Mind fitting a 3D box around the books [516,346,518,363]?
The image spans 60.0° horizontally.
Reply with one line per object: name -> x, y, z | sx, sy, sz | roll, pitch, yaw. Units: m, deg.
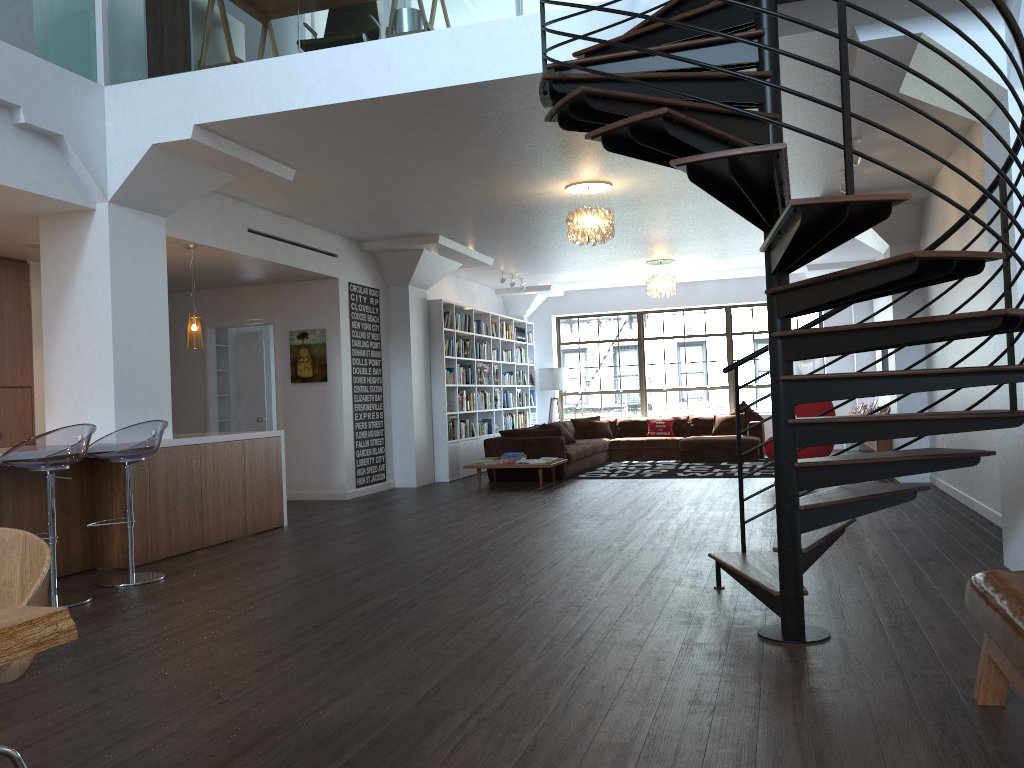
books -> 0.010, -0.496, 15.074 | 0.176, 0.290, 0.053 | -3, -1, 16

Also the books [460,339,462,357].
books -> -0.795, -0.492, 12.471 | 0.180, 0.259, 0.042 | -3, -1, 17

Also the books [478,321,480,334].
books -> -0.557, -0.832, 13.250 | 0.146, 0.202, 0.027 | -3, -1, 17

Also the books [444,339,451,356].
books -> -0.921, -0.485, 12.013 | 0.172, 0.239, 0.093 | -3, -1, 17

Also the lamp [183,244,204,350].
lamp -> -2.761, -0.752, 7.681 | 0.149, 0.900, 0.149 | -2, -1, -28

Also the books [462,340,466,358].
books -> -0.749, -0.489, 12.617 | 0.183, 0.253, 0.042 | -3, -1, 17

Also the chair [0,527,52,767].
chair -> -1.172, 0.718, 1.604 | 0.629, 0.833, 0.618 | -2, -1, 12

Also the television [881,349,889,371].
television -> 5.145, -0.271, 12.146 | 0.013, 0.816, 1.324 | -3, -1, 17

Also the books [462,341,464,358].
books -> -0.767, -0.486, 12.545 | 0.171, 0.246, 0.039 | -3, -1, 17

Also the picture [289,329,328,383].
picture -> -2.320, -0.317, 10.099 | 0.450, 0.600, 0.030 | -3, -1, 17

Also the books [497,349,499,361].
books -> -0.288, -0.457, 14.065 | 0.146, 0.202, 0.027 | -3, -1, 17

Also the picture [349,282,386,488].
picture -> -1.715, 0.013, 10.593 | 0.021, 2.380, 0.800 | -3, -1, 17

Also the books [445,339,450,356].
books -> -0.924, -0.483, 11.968 | 0.172, 0.235, 0.112 | -3, -1, 17

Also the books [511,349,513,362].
books -> -0.074, -0.466, 14.816 | 0.158, 0.226, 0.052 | -3, -1, 17

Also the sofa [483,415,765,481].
sofa -> 1.887, 0.872, 13.088 | 3.481, 0.664, 4.197 | -3, -1, 17

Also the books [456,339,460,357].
books -> -0.815, -0.490, 12.387 | 0.183, 0.253, 0.042 | -3, -1, 17

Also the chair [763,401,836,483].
chair -> 3.260, 0.597, 10.026 | 0.801, 1.006, 0.798 | -3, -1, 42

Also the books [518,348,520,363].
books -> 0.037, -0.478, 15.146 | 0.183, 0.253, 0.034 | -3, -1, 16

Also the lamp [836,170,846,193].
lamp -> 2.996, -1.819, 7.975 | 0.120, 0.211, 0.111 | -1, -1, -39

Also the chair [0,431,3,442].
chair -> -2.828, 0.738, 4.446 | 0.481, 1.014, 0.530 | -3, -1, 15

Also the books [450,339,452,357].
books -> -0.904, -0.486, 12.049 | 0.174, 0.242, 0.105 | -3, -1, 17

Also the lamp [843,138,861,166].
lamp -> 2.697, -1.824, 6.995 | 0.120, 0.211, 0.111 | -2, -1, -9

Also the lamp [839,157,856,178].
lamp -> 2.848, -1.822, 7.491 | 0.120, 0.211, 0.111 | -2, -1, -24

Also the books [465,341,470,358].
books -> -0.695, -0.487, 12.795 | 0.160, 0.251, 0.031 | -3, -1, 17

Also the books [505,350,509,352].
books -> -0.117, -0.453, 14.659 | 0.127, 0.200, 0.020 | -3, -1, 17

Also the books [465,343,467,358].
books -> -0.724, -0.474, 12.648 | 0.161, 0.223, 0.032 | -3, -1, 17

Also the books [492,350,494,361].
books -> -0.348, -0.440, 13.857 | 0.120, 0.167, 0.020 | -3, -1, 17

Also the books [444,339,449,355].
books -> -0.935, -0.482, 11.938 | 0.152, 0.232, 0.104 | -3, -1, 17

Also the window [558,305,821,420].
window -> 3.114, -0.373, 15.904 | 4.648, 1.905, 0.114 | -3, -1, 17

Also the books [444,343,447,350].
books -> -0.964, -0.457, 11.834 | 0.161, 0.182, 0.170 | -3, -1, 17

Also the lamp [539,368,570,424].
lamp -> 0.782, 0.507, 15.971 | 0.545, 1.579, 0.545 | -2, -1, 6

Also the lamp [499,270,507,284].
lamp -> -0.134, -1.607, 13.285 | 0.120, 0.211, 0.111 | -1, -1, -39

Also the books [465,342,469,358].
books -> -0.706, -0.482, 12.721 | 0.174, 0.240, 0.054 | -3, -1, 17

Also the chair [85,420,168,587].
chair -> -2.444, 0.743, 5.654 | 0.481, 1.014, 0.530 | -3, -1, 19

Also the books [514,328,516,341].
books -> -0.017, -0.836, 15.028 | 0.161, 0.223, 0.032 | -3, -1, 17

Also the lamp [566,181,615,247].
lamp -> 0.719, -1.554, 8.186 | 0.442, 0.539, 0.441 | -2, -1, -31

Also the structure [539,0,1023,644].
structure -> 1.126, -1.097, 3.857 | 1.998, 4.352, 1.998 | -2, -1, -22

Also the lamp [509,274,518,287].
lamp -> 0.013, -1.604, 13.769 | 0.120, 0.211, 0.111 | -2, -1, -24

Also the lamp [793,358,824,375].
lamp -> 4.874, 0.322, 14.619 | 0.545, 1.579, 0.545 | -3, -1, 28

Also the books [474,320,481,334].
books -> -0.536, -0.846, 13.332 | 0.140, 0.231, 0.042 | -3, -1, 17

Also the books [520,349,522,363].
books -> 0.086, -0.477, 15.300 | 0.183, 0.253, 0.034 | -3, -1, 16

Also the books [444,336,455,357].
books -> -0.874, -0.510, 12.121 | 0.176, 0.290, 0.053 | -3, -1, 17

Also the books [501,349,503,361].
books -> -0.220, -0.456, 14.287 | 0.146, 0.202, 0.027 | -3, -1, 17

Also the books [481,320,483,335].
books -> -0.527, -0.843, 13.381 | 0.158, 0.226, 0.052 | -3, -1, 17

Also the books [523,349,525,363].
books -> 0.126, -0.476, 15.477 | 0.183, 0.253, 0.034 | -3, -1, 16

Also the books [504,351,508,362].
books -> -0.138, -0.446, 14.594 | 0.134, 0.184, 0.030 | -3, -1, 17

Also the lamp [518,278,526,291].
lamp -> 0.165, -1.602, 14.265 | 0.120, 0.211, 0.111 | -2, -1, -9

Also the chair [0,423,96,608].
chair -> -2.627, 0.740, 5.051 | 0.481, 1.014, 0.530 | -3, -1, 15

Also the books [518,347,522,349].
books -> 0.087, -0.495, 15.336 | 0.176, 0.290, 0.036 | -3, -1, 16

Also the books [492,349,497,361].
books -> -0.308, -0.452, 14.009 | 0.139, 0.191, 0.036 | -3, -1, 17

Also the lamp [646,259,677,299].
lamp -> 2.192, -1.532, 13.028 | 0.442, 0.539, 0.441 | -2, -1, -31

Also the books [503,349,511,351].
books -> -0.085, -0.468, 14.769 | 0.140, 0.231, 0.042 | -3, -1, 17

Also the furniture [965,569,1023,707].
furniture -> 1.702, 0.801, 2.011 | 0.907, 0.453, 1.819 | -3, -1, 17

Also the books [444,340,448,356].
books -> -0.948, -0.475, 11.911 | 0.161, 0.218, 0.101 | -3, -1, 17

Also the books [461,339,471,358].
books -> -0.692, -0.503, 12.837 | 0.198, 0.284, 0.049 | -3, -1, 17

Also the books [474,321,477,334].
books -> -0.597, -0.827, 13.114 | 0.139, 0.191, 0.036 | -3, -1, 17

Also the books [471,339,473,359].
books -> -0.661, -0.507, 12.881 | 0.176, 0.291, 0.053 | -3, -1, 17

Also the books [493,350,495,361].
books -> -0.327, -0.440, 13.904 | 0.107, 0.167, 0.017 | -3, -1, 17
